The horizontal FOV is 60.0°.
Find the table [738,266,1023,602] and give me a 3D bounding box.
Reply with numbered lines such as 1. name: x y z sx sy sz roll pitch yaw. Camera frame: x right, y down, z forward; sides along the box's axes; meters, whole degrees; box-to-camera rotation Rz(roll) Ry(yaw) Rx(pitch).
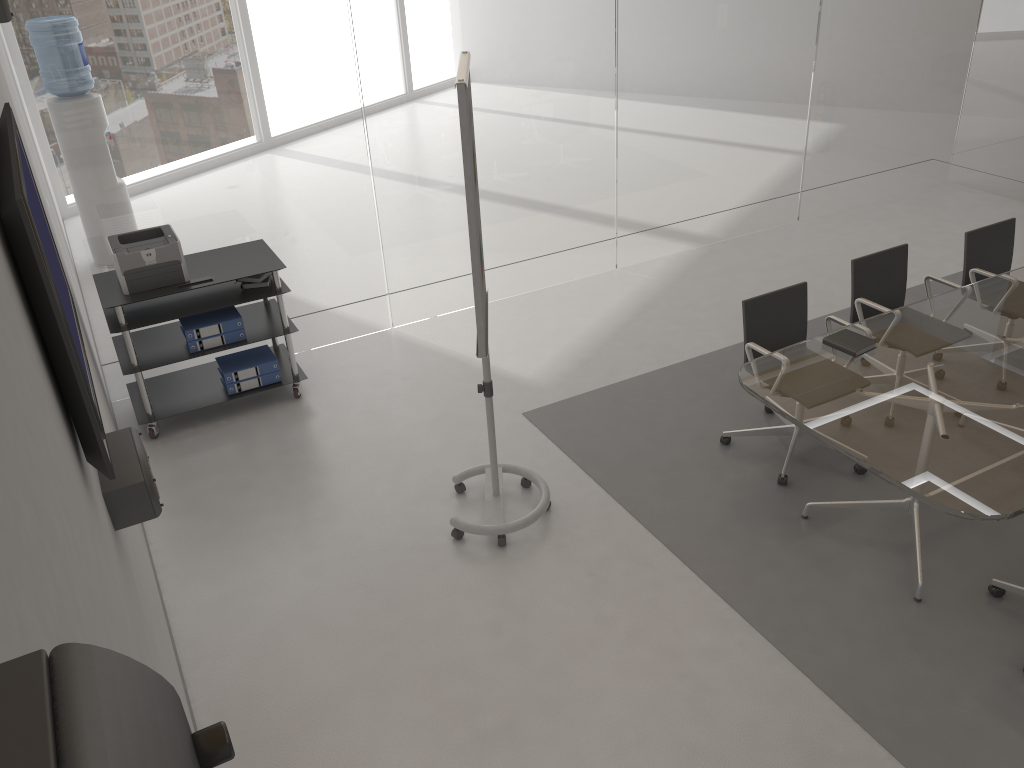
1. table: 2.593 0.115 4.215 3.054 0.721 1.372 -17 32 -23

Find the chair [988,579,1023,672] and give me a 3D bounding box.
1. chair: 2.206 0.628 3.271 0.731 0.805 0.710 -28 38 -36

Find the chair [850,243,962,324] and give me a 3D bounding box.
1. chair: 2.191 -0.262 4.850 0.710 0.805 0.731 24 39 39

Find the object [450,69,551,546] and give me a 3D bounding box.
1. object: -0.140 -0.282 3.836 0.560 2.088 0.553 -26 37 -35

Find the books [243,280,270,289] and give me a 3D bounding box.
1. books: -1.505 -0.614 5.226 0.146 0.028 0.170 -7 30 -6

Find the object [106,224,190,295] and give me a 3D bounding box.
1. object: -2.024 -0.697 4.928 0.351 0.235 0.350 -17 32 -23

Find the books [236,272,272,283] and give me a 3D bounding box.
1. books: -1.510 -0.647 5.220 0.164 0.032 0.183 5 31 15

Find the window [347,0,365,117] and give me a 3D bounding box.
1. window: -2.382 -5.482 10.846 0.100 4.498 8.533 15 34 29

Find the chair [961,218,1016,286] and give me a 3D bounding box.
1. chair: 2.939 -0.455 5.109 0.710 0.805 0.731 24 39 39

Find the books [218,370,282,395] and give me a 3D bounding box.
1. books: -1.588 -0.056 5.370 0.320 0.077 0.263 -17 32 -23

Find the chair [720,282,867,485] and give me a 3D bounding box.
1. chair: 1.502 -0.005 4.471 0.710 0.805 0.731 24 39 39

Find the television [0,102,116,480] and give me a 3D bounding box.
1. television: -1.082 -0.265 2.059 0.049 0.590 1.013 -17 32 -23

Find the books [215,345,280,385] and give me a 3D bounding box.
1. books: -1.592 -0.120 5.335 0.320 0.077 0.263 -17 32 -23

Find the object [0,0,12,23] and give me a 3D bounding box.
1. object: -1.882 -1.408 3.170 0.123 0.216 0.117 -17 32 -23

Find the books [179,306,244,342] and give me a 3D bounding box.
1. books: -1.745 -0.359 5.133 0.320 0.077 0.263 -17 32 -23

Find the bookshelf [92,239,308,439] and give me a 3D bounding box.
1. bookshelf: -1.817 -0.271 5.262 0.985 0.855 0.567 -17 32 -23

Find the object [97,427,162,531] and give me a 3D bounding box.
1. object: -1.018 0.242 2.345 0.123 0.117 0.298 -17 32 -23

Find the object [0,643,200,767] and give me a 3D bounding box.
1. object: -0.088 0.178 0.159 0.123 0.216 0.117 -17 32 -23

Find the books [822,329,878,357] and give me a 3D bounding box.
1. books: 1.563 -0.190 4.103 0.164 0.032 0.183 -21 34 -28

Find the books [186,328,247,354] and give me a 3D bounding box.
1. books: -1.740 -0.295 5.168 0.320 0.077 0.263 -17 32 -23
